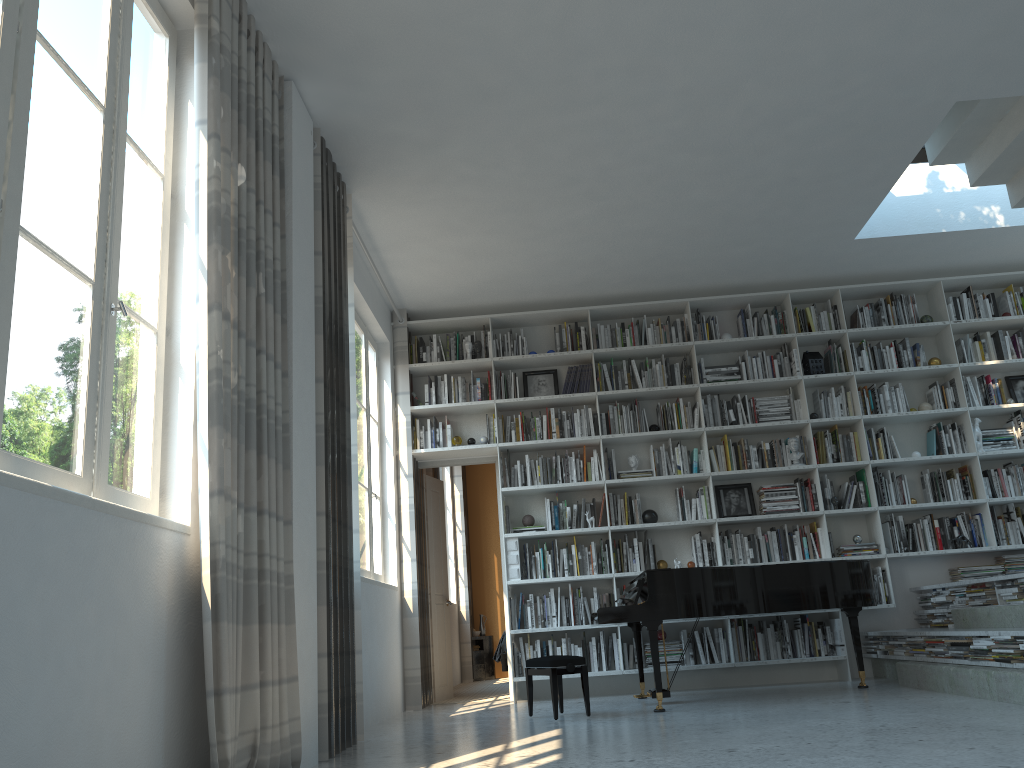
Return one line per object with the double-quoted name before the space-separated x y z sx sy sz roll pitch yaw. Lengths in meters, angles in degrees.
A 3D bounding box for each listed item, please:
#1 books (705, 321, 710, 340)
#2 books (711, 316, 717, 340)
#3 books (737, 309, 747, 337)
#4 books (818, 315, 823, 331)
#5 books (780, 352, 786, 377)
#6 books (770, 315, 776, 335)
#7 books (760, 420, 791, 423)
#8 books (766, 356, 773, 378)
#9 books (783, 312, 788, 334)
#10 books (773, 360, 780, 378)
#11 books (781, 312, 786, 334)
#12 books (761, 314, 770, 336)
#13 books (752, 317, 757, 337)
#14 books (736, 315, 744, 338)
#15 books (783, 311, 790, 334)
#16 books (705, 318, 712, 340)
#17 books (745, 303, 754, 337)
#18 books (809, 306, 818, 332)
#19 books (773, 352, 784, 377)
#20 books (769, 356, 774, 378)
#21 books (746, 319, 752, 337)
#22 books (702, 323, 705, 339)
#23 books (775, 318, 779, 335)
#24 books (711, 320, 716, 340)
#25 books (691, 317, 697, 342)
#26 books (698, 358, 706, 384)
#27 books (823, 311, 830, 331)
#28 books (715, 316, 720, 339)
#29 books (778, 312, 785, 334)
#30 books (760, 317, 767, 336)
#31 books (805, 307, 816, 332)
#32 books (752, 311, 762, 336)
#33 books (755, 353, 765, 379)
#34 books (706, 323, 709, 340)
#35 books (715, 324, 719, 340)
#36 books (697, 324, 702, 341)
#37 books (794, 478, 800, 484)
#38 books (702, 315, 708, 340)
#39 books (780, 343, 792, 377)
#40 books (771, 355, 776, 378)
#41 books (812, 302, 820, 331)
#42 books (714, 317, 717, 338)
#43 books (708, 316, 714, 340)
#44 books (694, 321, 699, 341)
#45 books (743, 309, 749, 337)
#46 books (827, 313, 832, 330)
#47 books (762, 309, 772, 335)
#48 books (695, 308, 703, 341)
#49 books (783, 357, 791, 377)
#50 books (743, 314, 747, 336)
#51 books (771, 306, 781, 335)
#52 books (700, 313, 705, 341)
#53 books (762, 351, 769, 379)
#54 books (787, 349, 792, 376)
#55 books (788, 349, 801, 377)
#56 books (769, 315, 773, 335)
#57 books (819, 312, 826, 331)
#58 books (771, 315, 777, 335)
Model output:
"books" 1.676 -0.414 7.600 0.006 0.232 0.136 -5 -16 2
"books" 1.722 -0.436 7.577 0.005 0.254 0.168 -4 -16 2
"books" 1.965 -0.474 7.569 0.014 0.291 0.176 -4 -16 2
"books" 2.599 -0.471 7.528 0.022 0.179 0.173 -4 -16 2
"books" 2.265 -0.125 7.471 0.029 0.260 0.133 -4 -15 2
"books" 2.202 -0.454 7.534 0.023 0.201 0.193 -4 -16 2
"books" 2.165 0.332 7.351 0.254 0.012 0.161 -5 -16 5
"books" 2.146 -0.102 7.453 0.023 0.222 0.191 -4 -16 2
"books" 2.315 -0.473 7.559 0.014 0.238 0.153 -4 -16 2
"books" 2.206 -0.090 7.449 0.029 0.187 0.176 -4 -16 2
"books" 2.301 -0.472 7.568 0.014 0.243 0.145 -4 -16 2
"books" 2.157 -0.461 7.560 0.023 0.236 0.154 -4 -16 2
"books" 2.061 -0.442 7.557 0.050 0.210 0.173 -4 -16 2
"books" 1.955 -0.446 7.580 0.012 0.244 0.151 -4 -16 2
"books" 2.332 -0.482 7.567 0.022 0.256 0.137 -4 -15 2
"books" 1.685 -0.426 7.589 0.014 0.247 0.139 -4 -15 2
"books" 2.027 -0.499 7.569 0.010 0.330 0.186 -4 -15 2
"books" 2.561 -0.508 7.562 0.030 0.273 0.152 -4 -15 2
"books" 2.234 -0.121 7.455 0.032 0.247 0.174 -4 -16 2
"books" 2.174 -0.104 7.465 0.010 0.229 0.152 -4 -16 2
"books" 2.012 -0.432 7.575 0.031 0.208 0.147 -4 -16 2
"books" 1.634 -0.399 7.592 0.011 0.205 0.146 -4 -16 2
"books" 2.249 -0.448 7.569 0.014 0.204 0.135 -4 -16 2
"books" 1.712 -0.417 7.574 0.016 0.218 0.144 -4 -16 2
"books" 1.540 -0.422 7.577 0.026 0.252 0.186 -4 -16 2
"books" 1.602 -0.073 7.470 0.021 0.248 0.192 -4 -16 2
"books" 2.649 -0.492 7.528 0.031 0.212 0.170 -4 -16 2
"books" 1.752 -0.438 7.578 0.011 0.255 0.144 -4 -15 2
"books" 2.280 -0.473 7.559 0.028 0.243 0.161 -4 -16 2
"books" 2.130 -0.444 7.552 0.033 0.202 0.167 -4 -16 2
"books" 2.519 -0.501 7.541 0.054 0.254 0.191 -4 -16 2
"books" 2.098 -0.468 7.581 0.028 0.269 0.140 -4 -15 2
"books" 2.097 -0.114 7.490 0.029 0.272 0.141 -4 -15 2
"books" 1.662 -0.401 7.577 0.023 0.195 0.172 -4 -16 2
"books" 1.744 -0.402 7.576 0.010 0.186 0.153 -4 -16 2
"books" 1.591 -0.396 7.573 0.026 0.194 0.167 -4 -16 2
"books" 2.333 0.920 7.203 0.011 0.298 0.130 -4 -15 2
"books" 1.642 -0.436 7.574 0.011 0.264 0.164 -4 -16 2
"books" 2.311 -0.166 7.473 0.012 0.333 0.156 -4 -15 2
"books" 2.185 -0.107 7.459 0.012 0.230 0.159 -4 -16 2
"books" 2.580 -0.525 7.547 0.010 0.296 0.168 -4 -15 2
"books" 1.732 -0.429 7.594 0.013 0.249 0.148 -4 -16 2
"books" 1.697 -0.437 7.585 0.013 0.263 0.147 -4 -15 2
"books" 1.566 -0.407 7.591 0.023 0.227 0.157 -4 -16 2
"books" 1.988 -0.476 7.576 0.011 0.295 0.157 -4 -15 2
"books" 2.678 -0.484 7.546 0.025 0.203 0.162 -4 -16 2
"books" 2.172 -0.482 7.550 0.010 0.269 0.180 -4 -16 2
"books" 1.607 -0.464 7.605 0.014 0.340 0.145 -4 -15 2
"books" 2.295 -0.103 7.448 0.029 0.202 0.192 -4 -16 2
"books" 1.978 -0.458 7.581 0.011 0.266 0.129 -4 -15 2
"books" 2.258 -0.501 7.576 0.012 0.307 0.138 -4 -15 2
"books" 1.620 -0.445 7.593 0.010 0.295 0.153 -4 -15 2
"books" 2.122 -0.120 7.469 0.023 0.268 0.185 -4 -16 2
"books" 2.325 -0.145 7.485 0.010 0.298 0.134 -4 -15 2
"books" 2.346 -0.139 7.398 0.037 0.236 0.273 -4 -16 2
"books" 2.185 -0.455 7.553 0.012 0.216 0.180 -4 -16 2
"books" 2.622 -0.483 7.532 0.024 0.201 0.180 -4 -16 2
"books" 2.228 -0.459 7.580 0.026 0.233 0.137 -4 -16 2
